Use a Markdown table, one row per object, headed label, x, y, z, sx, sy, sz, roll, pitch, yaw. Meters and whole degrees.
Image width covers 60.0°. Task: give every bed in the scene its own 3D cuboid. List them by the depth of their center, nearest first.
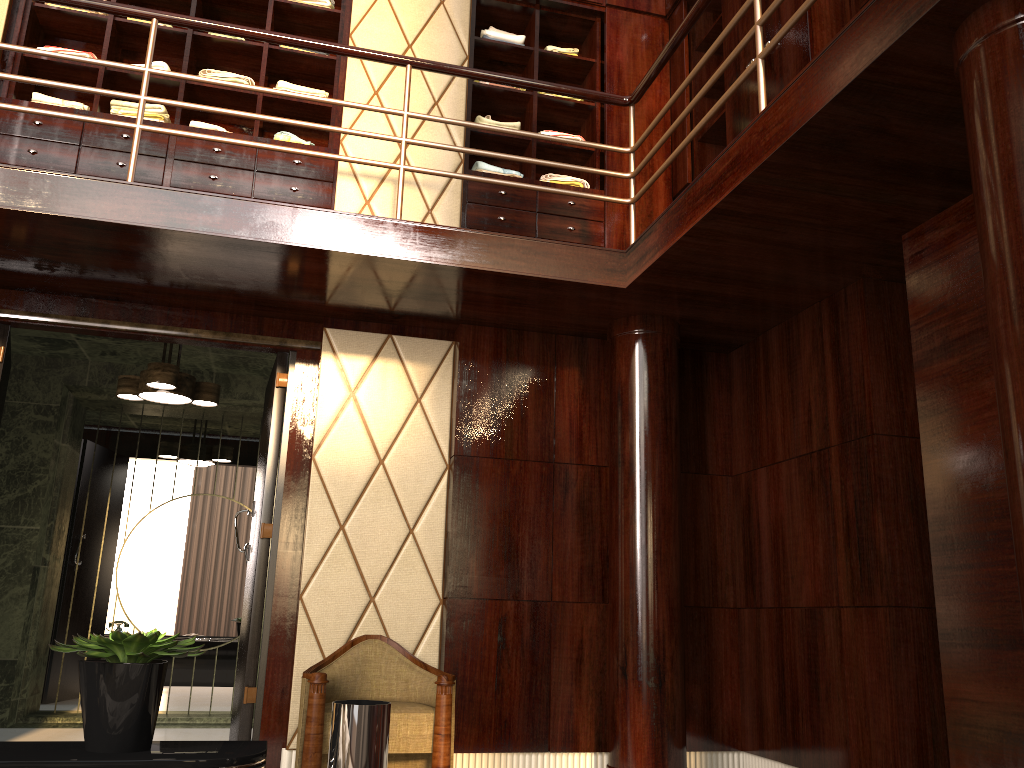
| label | x | y | z | sx | sy | sz | roll | pitch | yaw |
| --- | --- | --- | --- | --- | --- | --- | --- | --- | --- |
| bed | -0.934 | 0.639 | 0.312 | 1.985 | 0.660 | 2.381 | 6 | -15 | -14 |

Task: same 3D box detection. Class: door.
| label | x | y | z | sx | sy | sz | roll | pitch | yaw |
| --- | --- | --- | --- | --- | --- | --- | --- | --- | --- |
| door | -1.801 | 0.744 | 4.040 | 1.435 | 1.820 | 0.828 | 6 | -16 | -15 |

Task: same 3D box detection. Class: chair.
| label | x | y | z | sx | sy | sz | roll | pitch | yaw |
| --- | --- | --- | --- | --- | --- | --- | --- | --- | --- |
| chair | -0.520 | 1.240 | 3.360 | 0.571 | 0.550 | 0.462 | 6 | -15 | -14 |

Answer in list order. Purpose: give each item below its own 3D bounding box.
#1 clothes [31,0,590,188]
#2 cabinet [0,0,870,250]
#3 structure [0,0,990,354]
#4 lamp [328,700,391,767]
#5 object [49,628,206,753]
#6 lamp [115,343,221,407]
| label | x | y | z | sx | sy | sz | roll | pitch | yaw |
| --- | --- | --- | --- | --- | --- | --- | --- | --- | --- |
| clothes | -2.007 | -1.666 | 4.280 | 4.996 | 0.954 | 0.818 | 8 | -16 | -21 |
| cabinet | -1.403 | -1.766 | 3.699 | 6.767 | 2.432 | 2.576 | 6 | -15 | -14 |
| structure | -1.135 | -0.220 | 2.020 | 6.107 | 3.189 | 3.750 | 6 | -15 | -14 |
| lamp | -0.253 | 0.712 | 1.416 | 0.106 | 0.385 | 0.109 | 4 | -15 | -7 |
| object | -0.683 | 0.536 | 1.569 | 0.256 | 0.205 | 0.241 | 11 | -18 | -31 |
| lamp | -1.830 | -0.091 | 4.625 | 0.467 | 0.347 | 0.515 | -2 | -16 | 15 |
